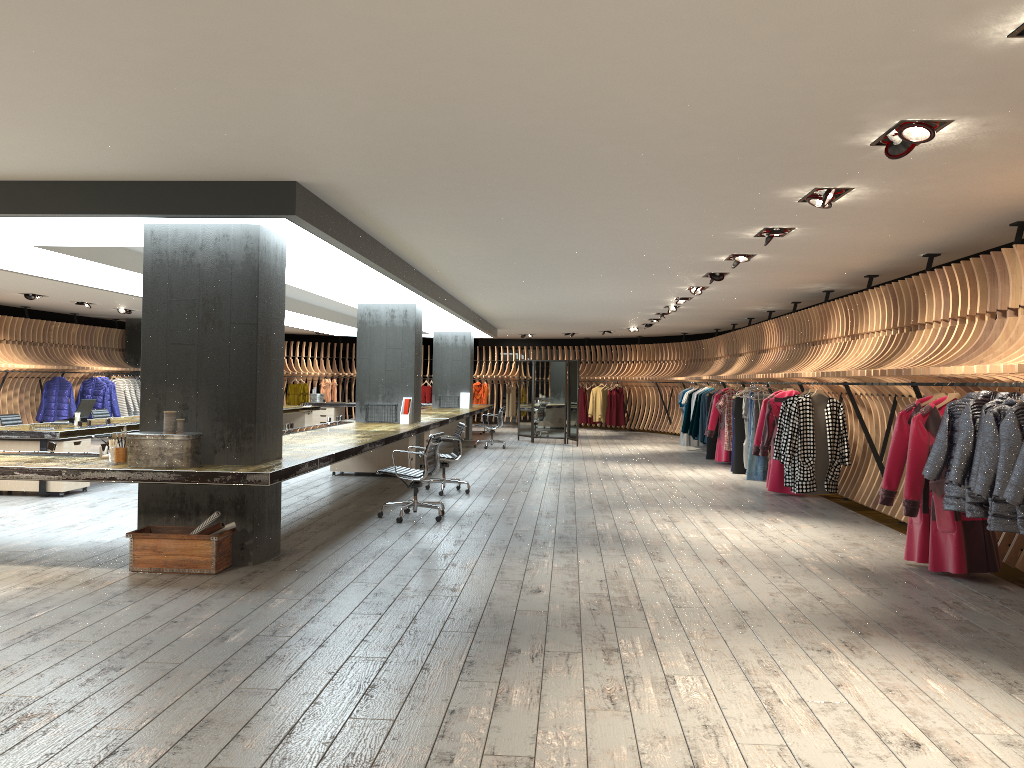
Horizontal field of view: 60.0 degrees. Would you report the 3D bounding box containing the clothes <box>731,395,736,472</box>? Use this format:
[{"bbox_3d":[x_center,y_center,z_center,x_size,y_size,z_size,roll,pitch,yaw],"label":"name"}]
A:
[{"bbox_3d":[3.731,0.848,14.108,0.539,1.353,0.087,0,-1,43],"label":"clothes"}]

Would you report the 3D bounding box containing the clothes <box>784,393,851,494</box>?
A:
[{"bbox_3d":[3.471,0.676,10.044,0.773,1.161,0.191,1,-1,-6],"label":"clothes"}]

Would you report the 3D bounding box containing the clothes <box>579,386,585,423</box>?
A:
[{"bbox_3d":[2.003,0.614,26.487,0.444,1.129,0.126,1,-1,1],"label":"clothes"}]

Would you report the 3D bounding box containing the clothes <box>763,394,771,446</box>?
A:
[{"bbox_3d":[3.737,0.520,12.591,0.336,0.776,0.254,1,-1,19],"label":"clothes"}]

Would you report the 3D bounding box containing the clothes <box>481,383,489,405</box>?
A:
[{"bbox_3d":[-0.872,0.385,27.949,0.201,0.881,0.839,1,0,-16],"label":"clothes"}]

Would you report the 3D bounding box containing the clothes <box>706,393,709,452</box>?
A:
[{"bbox_3d":[3.914,0.842,16.686,0.539,1.353,0.087,1,-1,28],"label":"clothes"}]

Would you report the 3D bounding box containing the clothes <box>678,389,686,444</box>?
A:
[{"bbox_3d":[4.142,0.824,20.406,0.677,1.435,0.203,1,-1,18],"label":"clothes"}]

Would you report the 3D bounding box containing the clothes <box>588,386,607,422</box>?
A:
[{"bbox_3d":[2.618,0.585,25.830,0.777,1.053,0.151,1,-1,4],"label":"clothes"}]

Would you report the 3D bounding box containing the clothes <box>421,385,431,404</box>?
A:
[{"bbox_3d":[-2.741,0.701,28.142,0.093,1.338,0.552,2,-1,-41],"label":"clothes"}]

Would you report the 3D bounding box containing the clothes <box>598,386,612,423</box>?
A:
[{"bbox_3d":[2.763,0.588,25.664,0.151,1.053,0.777,0,-1,44],"label":"clothes"}]

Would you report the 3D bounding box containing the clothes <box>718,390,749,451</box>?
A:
[{"bbox_3d":[3.754,0.608,14.614,0.760,1.030,0.179,1,-1,-11],"label":"clothes"}]

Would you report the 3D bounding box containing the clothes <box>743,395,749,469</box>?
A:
[{"bbox_3d":[3.671,0.733,13.599,0.278,1.141,0.172,1,-1,11],"label":"clothes"}]

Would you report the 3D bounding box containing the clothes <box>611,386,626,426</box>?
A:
[{"bbox_3d":[3.052,0.635,25.291,0.444,1.129,0.127,1,-1,-24],"label":"clothes"}]

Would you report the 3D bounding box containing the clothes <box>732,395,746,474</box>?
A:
[{"bbox_3d":[3.735,0.849,13.904,0.539,1.353,0.087,1,-1,3],"label":"clothes"}]

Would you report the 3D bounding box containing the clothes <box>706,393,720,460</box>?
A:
[{"bbox_3d":[3.884,0.842,16.496,0.539,1.353,0.087,1,-1,8],"label":"clothes"}]

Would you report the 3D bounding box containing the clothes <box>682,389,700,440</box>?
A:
[{"bbox_3d":[4.035,0.636,18.579,0.913,1.081,0.238,1,-1,8],"label":"clothes"}]

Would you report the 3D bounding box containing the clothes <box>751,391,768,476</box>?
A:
[{"bbox_3d":[3.702,0.752,13.198,0.277,1.292,0.316,1,-1,-32],"label":"clothes"}]

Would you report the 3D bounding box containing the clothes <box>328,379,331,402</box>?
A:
[{"bbox_3d":[-5.648,0.423,27.305,0.125,1.156,0.447,1,-1,-27],"label":"clothes"}]

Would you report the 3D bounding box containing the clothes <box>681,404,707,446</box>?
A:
[{"bbox_3d":[4.114,0.825,19.990,0.677,1.435,0.204,1,-1,-12],"label":"clothes"}]

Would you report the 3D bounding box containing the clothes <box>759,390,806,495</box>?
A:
[{"bbox_3d":[3.563,0.733,11.323,0.840,1.312,0.321,1,-1,33],"label":"clothes"}]

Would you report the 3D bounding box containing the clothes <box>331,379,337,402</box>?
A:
[{"bbox_3d":[-5.501,0.425,27.380,0.125,1.156,0.447,1,-1,-32],"label":"clothes"}]

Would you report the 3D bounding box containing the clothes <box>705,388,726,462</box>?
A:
[{"bbox_3d":[3.849,0.719,15.740,0.840,1.312,0.321,1,-1,3],"label":"clothes"}]

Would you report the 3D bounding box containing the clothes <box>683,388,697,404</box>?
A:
[{"bbox_3d":[4.030,0.560,18.948,0.734,0.938,0.164,1,-1,7],"label":"clothes"}]

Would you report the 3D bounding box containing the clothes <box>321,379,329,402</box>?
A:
[{"bbox_3d":[-5.748,0.421,27.245,0.447,1.156,0.125,0,-1,38],"label":"clothes"}]

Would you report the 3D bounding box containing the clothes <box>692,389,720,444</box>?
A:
[{"bbox_3d":[3.959,0.636,17.284,0.913,1.081,0.238,1,-1,3],"label":"clothes"}]

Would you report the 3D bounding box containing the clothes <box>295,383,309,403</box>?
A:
[{"bbox_3d":[-6.392,0.476,26.799,0.665,1.045,0.168,1,-1,35],"label":"clothes"}]

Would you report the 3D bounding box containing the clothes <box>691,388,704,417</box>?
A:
[{"bbox_3d":[4.035,0.616,18.161,0.733,1.106,0.165,1,-1,8],"label":"clothes"}]

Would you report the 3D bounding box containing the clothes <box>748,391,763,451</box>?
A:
[{"bbox_3d":[3.673,0.864,13.346,0.277,1.543,0.316,1,-1,3],"label":"clothes"}]

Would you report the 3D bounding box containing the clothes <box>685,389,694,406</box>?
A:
[{"bbox_3d":[4.057,0.575,19.133,0.742,0.950,0.167,1,-1,-13],"label":"clothes"}]

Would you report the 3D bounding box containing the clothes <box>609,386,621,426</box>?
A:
[{"bbox_3d":[3.008,0.634,25.374,0.444,1.129,0.126,1,-1,1],"label":"clothes"}]

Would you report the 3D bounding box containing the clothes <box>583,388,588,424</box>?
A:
[{"bbox_3d":[2.173,0.617,26.306,0.127,1.129,0.444,1,-1,-4],"label":"clothes"}]

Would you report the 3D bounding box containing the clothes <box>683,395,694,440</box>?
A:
[{"bbox_3d":[4.048,0.636,18.665,0.913,1.081,0.238,1,-1,3],"label":"clothes"}]

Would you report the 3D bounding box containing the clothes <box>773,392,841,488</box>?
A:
[{"bbox_3d":[3.504,0.675,10.560,0.773,1.161,0.191,1,-1,24],"label":"clothes"}]

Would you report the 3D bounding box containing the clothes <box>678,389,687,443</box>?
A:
[{"bbox_3d":[4.134,0.824,20.265,0.677,1.435,0.204,1,-1,-7],"label":"clothes"}]

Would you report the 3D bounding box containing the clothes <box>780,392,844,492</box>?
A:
[{"bbox_3d":[3.499,0.676,10.267,0.773,1.161,0.191,1,-1,4],"label":"clothes"}]

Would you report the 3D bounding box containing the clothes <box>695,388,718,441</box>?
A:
[{"bbox_3d":[3.973,0.607,17.408,0.715,1.088,0.257,1,-1,-1],"label":"clothes"}]

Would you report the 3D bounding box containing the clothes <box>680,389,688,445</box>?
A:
[{"bbox_3d":[4.124,0.824,20.125,0.677,1.435,0.203,1,-1,18],"label":"clothes"}]

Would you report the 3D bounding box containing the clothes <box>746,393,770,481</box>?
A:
[{"bbox_3d":[3.635,0.871,13.055,0.373,1.537,0.312,1,-1,15],"label":"clothes"}]

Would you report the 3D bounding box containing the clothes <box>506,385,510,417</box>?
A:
[{"bbox_3d":[-0.096,0.524,27.734,0.096,0.989,0.465,1,-1,16],"label":"clothes"}]

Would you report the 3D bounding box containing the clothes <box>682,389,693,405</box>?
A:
[{"bbox_3d":[4.088,0.562,19.402,0.743,0.931,0.158,1,-1,8],"label":"clothes"}]

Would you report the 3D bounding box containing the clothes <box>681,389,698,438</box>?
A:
[{"bbox_3d":[4.049,0.635,18.788,0.913,1.081,0.238,1,-1,3],"label":"clothes"}]

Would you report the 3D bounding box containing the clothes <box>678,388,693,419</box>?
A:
[{"bbox_3d":[4.040,0.575,19.549,0.738,0.971,0.167,1,-1,12],"label":"clothes"}]

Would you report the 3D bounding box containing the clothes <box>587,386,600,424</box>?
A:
[{"bbox_3d":[2.410,0.622,26.060,0.443,1.129,0.127,1,-1,-34],"label":"clothes"}]

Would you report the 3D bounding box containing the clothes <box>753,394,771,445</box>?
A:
[{"bbox_3d":[3.626,0.524,12.772,0.278,0.767,0.263,1,-1,11],"label":"clothes"}]

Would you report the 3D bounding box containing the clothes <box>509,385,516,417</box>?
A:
[{"bbox_3d":[0.020,0.526,27.700,0.096,0.989,0.465,1,-1,21],"label":"clothes"}]

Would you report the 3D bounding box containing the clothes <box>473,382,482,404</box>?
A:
[{"bbox_3d":[-1.109,0.381,28.015,0.201,0.881,0.839,0,-1,34],"label":"clothes"}]

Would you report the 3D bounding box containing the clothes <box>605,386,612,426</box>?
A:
[{"bbox_3d":[2.902,0.632,25.506,0.444,1.129,0.127,1,-1,-24],"label":"clothes"}]

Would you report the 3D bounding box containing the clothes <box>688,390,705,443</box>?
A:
[{"bbox_3d":[3.974,0.635,17.640,0.913,1.081,0.238,1,-1,8],"label":"clothes"}]

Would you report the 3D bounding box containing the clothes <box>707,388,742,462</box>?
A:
[{"bbox_3d":[3.829,0.719,15.451,0.840,1.312,0.321,1,-1,13],"label":"clothes"}]

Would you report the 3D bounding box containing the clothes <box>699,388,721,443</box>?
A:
[{"bbox_3d":[3.945,0.608,16.971,0.715,1.088,0.257,1,-1,9],"label":"clothes"}]

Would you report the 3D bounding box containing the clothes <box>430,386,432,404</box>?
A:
[{"bbox_3d":[-2.574,0.704,28.146,0.093,1.338,0.551,1,-1,-26],"label":"clothes"}]

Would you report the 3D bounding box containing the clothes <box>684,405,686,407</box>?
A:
[{"bbox_3d":[4.116,0.576,19.349,0.743,0.961,0.167,1,-1,-3],"label":"clothes"}]

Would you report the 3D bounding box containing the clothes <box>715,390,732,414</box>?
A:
[{"bbox_3d":[3.783,0.610,14.835,0.760,1.020,0.187,1,-1,4],"label":"clothes"}]

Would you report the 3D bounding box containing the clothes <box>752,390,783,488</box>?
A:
[{"bbox_3d":[3.580,0.732,11.611,0.840,1.312,0.321,1,-1,23],"label":"clothes"}]

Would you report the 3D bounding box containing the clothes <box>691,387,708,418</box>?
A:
[{"bbox_3d":[3.966,0.616,17.975,0.733,1.106,0.165,1,-1,3],"label":"clothes"}]
